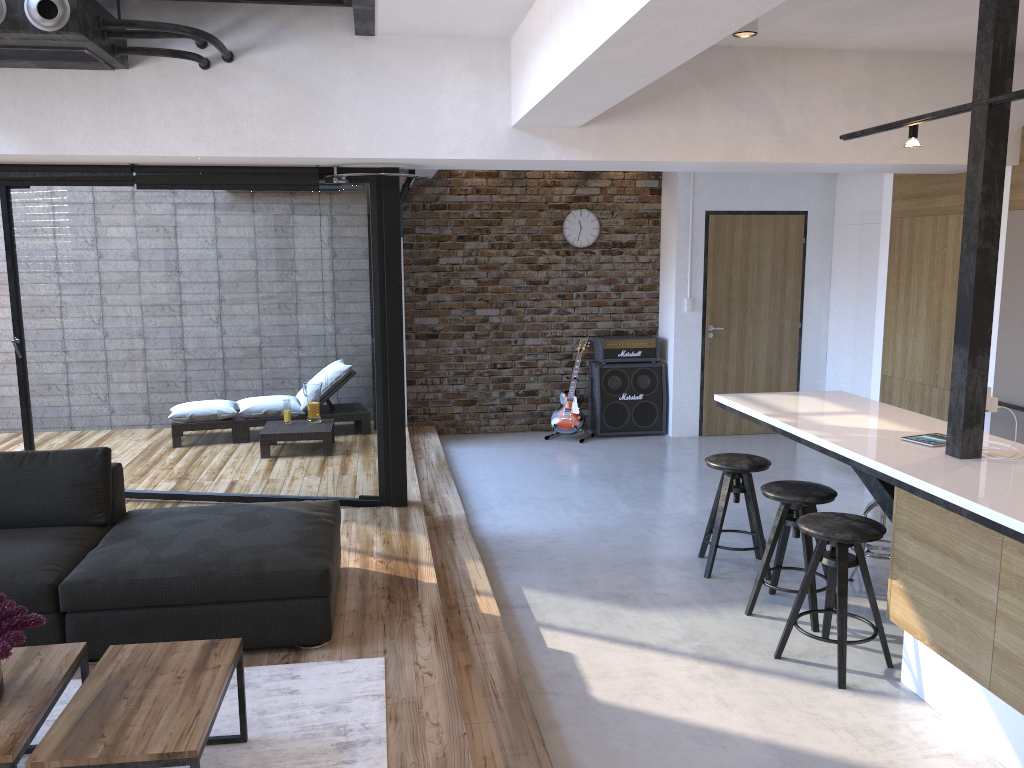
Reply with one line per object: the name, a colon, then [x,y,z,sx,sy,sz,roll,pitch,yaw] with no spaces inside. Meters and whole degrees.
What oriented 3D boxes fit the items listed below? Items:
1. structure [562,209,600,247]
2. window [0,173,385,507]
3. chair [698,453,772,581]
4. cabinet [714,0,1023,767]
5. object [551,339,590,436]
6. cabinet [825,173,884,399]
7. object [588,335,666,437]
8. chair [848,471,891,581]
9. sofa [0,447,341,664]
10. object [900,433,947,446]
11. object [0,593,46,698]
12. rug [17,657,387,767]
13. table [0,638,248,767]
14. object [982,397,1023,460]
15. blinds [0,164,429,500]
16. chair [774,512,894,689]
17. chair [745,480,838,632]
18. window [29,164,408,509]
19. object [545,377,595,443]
structure: [0.660,-1.490,8.488,0.360,0.361,0.040,-2,9,-9]
window: [-2.001,-0.258,5.543,2.448,2.056,0.100,1,9,8]
chair: [1.246,0.724,4.937,0.366,0.632,0.366,1,9,6]
cabinet: [2.864,0.007,2.092,2.473,2.879,9.094,-2,9,-9]
object: [0.606,0.024,8.500,0.330,0.875,0.523,4,10,25]
cabinet: [3.192,-0.804,7.663,0.020,2.122,1.705,-2,9,-9]
object: [1.120,0.010,8.613,0.696,0.939,0.357,-2,9,-9]
chair: [2.009,0.736,4.796,0.358,0.637,0.356,6,11,36]
sofa: [-2.106,0.825,2.747,2.998,0.702,3.037,-2,9,-9]
object: [1.909,0.254,4.003,0.240,0.013,0.187,-4,9,-23]
object: [-1.478,0.695,2.415,0.375,0.344,0.341,-1,9,-7]
rug: [-1.416,1.211,2.496,2.113,0.003,1.633,-2,9,-9]
table: [-1.453,1.040,2.456,1.298,0.351,0.695,-2,9,-8]
object: [2.075,0.159,3.828,0.214,0.247,0.416,2,9,12]
blinds: [-1.362,-0.331,5.904,1.827,2.057,3.854,6,11,35]
chair: [1.389,0.894,3.791,0.366,0.632,0.366,-6,11,-33]
chair: [1.386,0.813,4.333,0.365,0.632,0.365,6,11,36]
window: [-1.975,-1.227,1.337,5.663,5.581,13.366,-2,9,-9]
object: [0.551,0.228,8.421,0.389,0.589,0.330,4,10,26]
